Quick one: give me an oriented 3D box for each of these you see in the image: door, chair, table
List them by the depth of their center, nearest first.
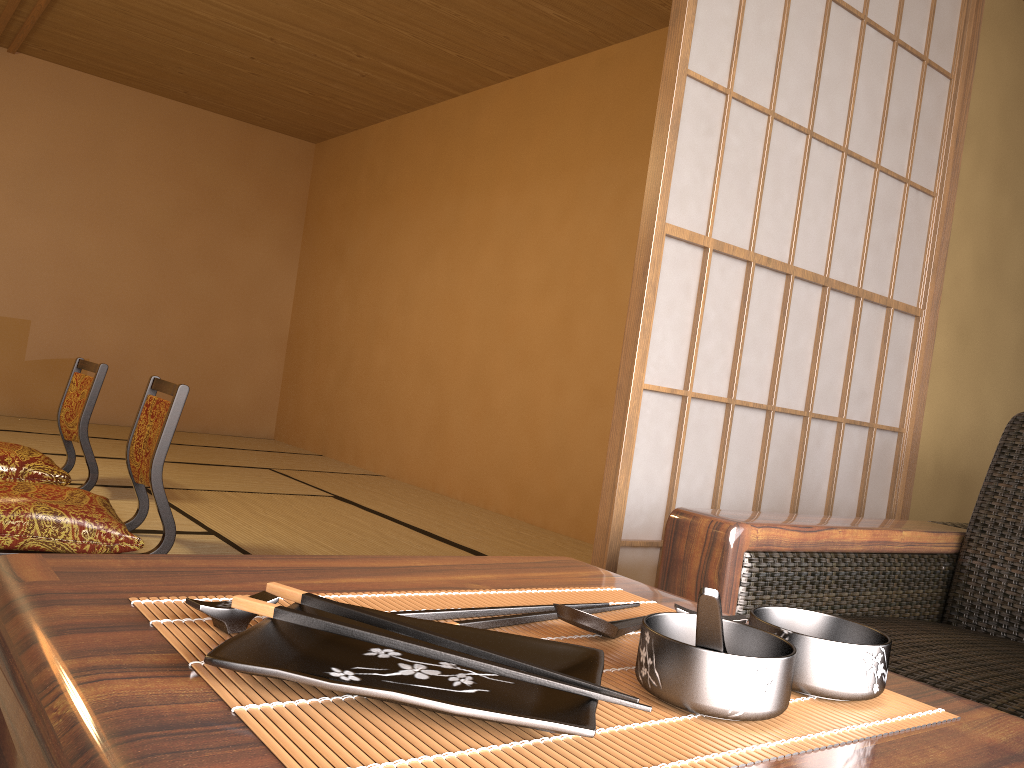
[{"bbox_3d":[-0.015,0.411,0.529,0.541,0.500,0.539,8,0,-37],"label":"table"},{"bbox_3d":[0.802,0.400,1.185,0.945,0.779,0.871,8,0,-37],"label":"chair"},{"bbox_3d":[0.637,-0.204,1.929,0.993,1.934,0.040,8,0,-37],"label":"door"},{"bbox_3d":[-1.391,0.217,2.669,0.687,0.546,0.582,8,0,-33],"label":"chair"},{"bbox_3d":[-2.045,0.133,3.532,0.700,0.546,0.582,8,0,-38],"label":"chair"}]

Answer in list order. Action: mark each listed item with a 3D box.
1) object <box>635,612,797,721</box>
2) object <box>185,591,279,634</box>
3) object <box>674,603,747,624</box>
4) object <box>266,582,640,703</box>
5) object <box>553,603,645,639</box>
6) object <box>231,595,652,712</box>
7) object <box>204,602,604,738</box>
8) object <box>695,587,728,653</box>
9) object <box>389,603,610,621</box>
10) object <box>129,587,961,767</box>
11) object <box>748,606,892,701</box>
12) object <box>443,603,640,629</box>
[{"bbox_3d":[0.111,0.156,0.490,0.084,0.037,0.084,8,-1,45],"label":"object"},{"bbox_3d":[-0.155,0.127,0.491,0.015,0.018,0.050,8,0,40],"label":"object"},{"bbox_3d":[0.141,0.172,0.636,0.050,0.018,0.015,8,0,5],"label":"object"},{"bbox_3d":[-0.042,0.134,0.470,0.230,0.007,0.006,8,0,27],"label":"object"},{"bbox_3d":[0.071,0.157,0.602,0.038,0.026,0.131,8,-1,37],"label":"object"},{"bbox_3d":[-0.043,0.133,0.446,0.230,0.007,0.006,8,0,19],"label":"object"},{"bbox_3d":[-0.045,0.144,0.452,0.181,0.015,0.131,8,-1,8],"label":"object"},{"bbox_3d":[0.107,0.132,0.465,0.038,0.068,0.117,8,0,18],"label":"object"},{"bbox_3d":[-0.011,0.156,0.611,0.230,0.007,0.006,9,-1,-42],"label":"object"},{"bbox_3d":[0.020,0.163,0.527,0.401,0.003,0.300,9,-1,-37],"label":"object"},{"bbox_3d":[0.189,0.168,0.552,0.084,0.037,0.084,8,-1,-9],"label":"object"},{"bbox_3d":[0.024,0.161,0.617,0.006,0.007,0.230,8,-1,42],"label":"object"}]
